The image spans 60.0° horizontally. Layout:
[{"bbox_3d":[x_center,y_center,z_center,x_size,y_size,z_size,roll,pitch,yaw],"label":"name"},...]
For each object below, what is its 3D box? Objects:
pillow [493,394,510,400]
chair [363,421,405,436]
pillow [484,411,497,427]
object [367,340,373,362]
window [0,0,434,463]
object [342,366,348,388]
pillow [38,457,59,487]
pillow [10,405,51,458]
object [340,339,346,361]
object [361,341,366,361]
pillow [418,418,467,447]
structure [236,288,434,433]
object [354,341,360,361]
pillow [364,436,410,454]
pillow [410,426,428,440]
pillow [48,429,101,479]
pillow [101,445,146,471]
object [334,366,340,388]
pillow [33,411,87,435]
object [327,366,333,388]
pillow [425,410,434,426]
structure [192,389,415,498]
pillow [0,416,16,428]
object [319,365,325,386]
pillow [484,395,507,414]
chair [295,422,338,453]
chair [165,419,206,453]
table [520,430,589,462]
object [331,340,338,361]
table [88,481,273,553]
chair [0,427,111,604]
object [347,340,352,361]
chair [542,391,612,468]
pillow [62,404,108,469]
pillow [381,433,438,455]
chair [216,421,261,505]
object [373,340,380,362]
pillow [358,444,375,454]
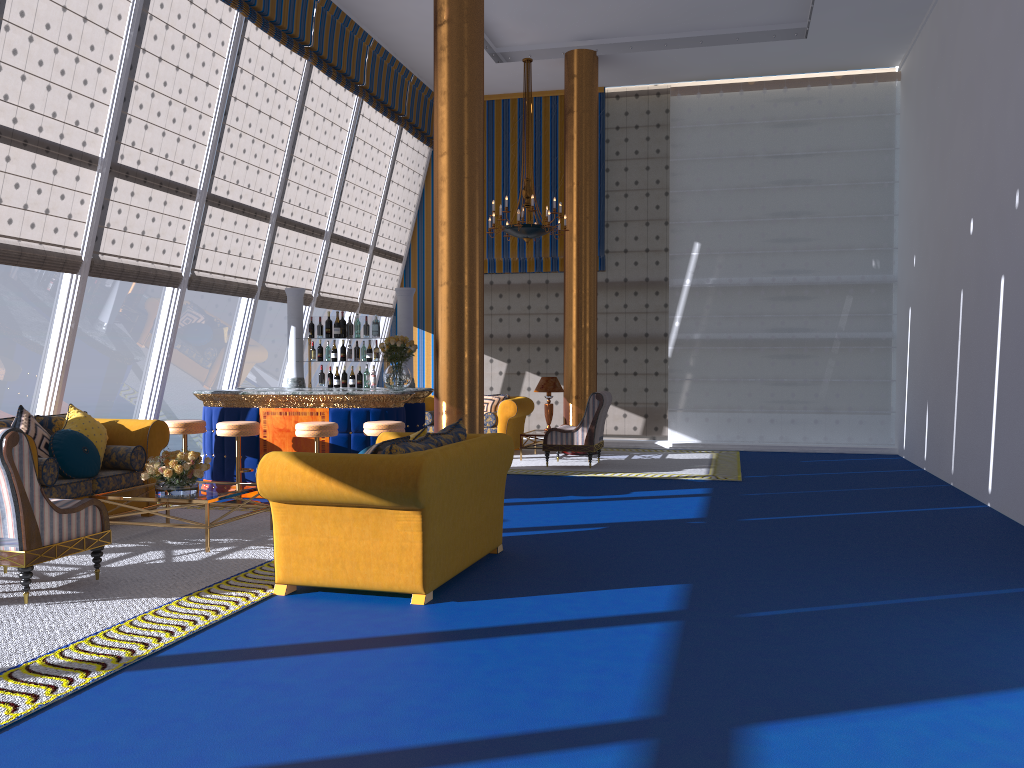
[{"bbox_3d":[-0.328,0.443,13.581,0.610,0.610,0.341,1,2,19],"label":"pillow"},{"bbox_3d":[-1.218,0.748,8.474,0.400,0.782,0.396,0,2,-15],"label":"chair"},{"bbox_3d":[-0.276,0.515,13.085,0.213,0.219,0.375,1,1,19],"label":"pillow"},{"bbox_3d":[-1.594,-0.374,9.937,0.068,0.244,0.068,0,2,-5],"label":"object"},{"bbox_3d":[-3.840,-1.790,8.165,1.611,5.857,15.537,1,1,14],"label":"window"},{"bbox_3d":[-1.881,-0.081,9.968,0.065,0.244,0.065,0,2,-5],"label":"object"},{"bbox_3d":[-3.579,0.647,6.585,0.371,0.219,0.175,0,2,13],"label":"pillow"},{"bbox_3d":[-3.696,0.471,6.881,0.279,0.619,0.693,0,2,12],"label":"pillow"},{"bbox_3d":[-1.894,-0.378,9.950,0.065,0.244,0.065,0,2,-5],"label":"object"},{"bbox_3d":[-1.663,-0.370,9.953,0.059,0.230,0.058,-1,2,-27],"label":"object"},{"bbox_3d":[-0.525,0.572,5.947,0.351,0.673,0.605,1,2,22],"label":"pillow"},{"bbox_3d":[-2.031,0.009,10.140,2.307,2.197,0.770,0,2,5],"label":"structure"},{"bbox_3d":[-1.738,-0.370,9.948,0.071,0.232,0.071,0,2,-7],"label":"object"},{"bbox_3d":[-0.862,0.556,5.407,0.326,0.456,0.524,0,2,14],"label":"pillow"},{"bbox_3d":[-0.687,0.527,5.936,0.230,0.492,0.615,1,2,20],"label":"pillow"},{"bbox_3d":[-3.475,0.561,7.057,0.317,0.404,0.477,1,2,27],"label":"pillow"},{"bbox_3d":[-3.338,0.627,7.554,0.371,0.219,0.216,0,2,13],"label":"pillow"},{"bbox_3d":[-1.969,-0.078,9.985,0.068,0.244,0.068,0,2,-5],"label":"object"},{"bbox_3d":[-3.800,0.514,7.465,0.245,0.546,0.613,0,2,12],"label":"pillow"},{"bbox_3d":[-2.047,-0.078,10.002,0.065,0.244,0.066,1,2,18],"label":"object"},{"bbox_3d":[-1.224,0.508,13.344,0.213,0.219,0.380,1,1,19],"label":"pillow"},{"bbox_3d":[-2.131,0.597,9.074,2.309,1.065,0.770,0,2,3],"label":"structure"},{"bbox_3d":[-3.952,0.524,6.875,0.245,0.549,0.610,0,2,12],"label":"pillow"},{"bbox_3d":[-2.141,-0.095,9.987,0.071,0.242,0.071,0,2,-4],"label":"object"},{"bbox_3d":[-0.369,0.389,13.383,0.519,0.456,0.329,0,2,13],"label":"pillow"},{"bbox_3d":[-1.831,0.750,8.333,0.402,0.782,0.395,-1,2,-27],"label":"chair"},{"bbox_3d":[-3.191,0.741,8.660,0.402,0.782,0.394,-1,2,-38],"label":"chair"},{"bbox_3d":[0.696,0.870,12.553,0.970,0.369,0.911,0,1,14],"label":"table"},{"bbox_3d":[-1.991,-0.374,9.956,0.068,0.244,0.068,0,2,-5],"label":"object"},{"bbox_3d":[-2.488,0.987,6.769,0.970,0.369,0.911,0,1,14],"label":"table"},{"bbox_3d":[-2.926,0.709,5.115,0.790,0.967,0.788,0,2,14],"label":"chair"},{"bbox_3d":[-1.817,-0.375,9.935,0.057,0.239,0.056,0,2,-12],"label":"object"},{"bbox_3d":[0.867,0.578,11.592,0.780,0.967,0.797,0,2,14],"label":"chair"},{"bbox_3d":[-3.558,0.457,7.408,0.326,0.583,0.582,1,2,34],"label":"pillow"},{"bbox_3d":[-0.667,0.615,5.372,0.337,0.610,0.618,1,2,19],"label":"pillow"},{"bbox_3d":[-2.595,0.747,8.417,0.402,0.782,0.394,-1,2,-38],"label":"chair"},{"bbox_3d":[-1.515,-0.374,9.922,0.071,0.244,0.072,1,2,35],"label":"object"},{"bbox_3d":[-0.963,0.570,5.817,0.394,0.367,0.456,-1,2,-25],"label":"pillow"}]
